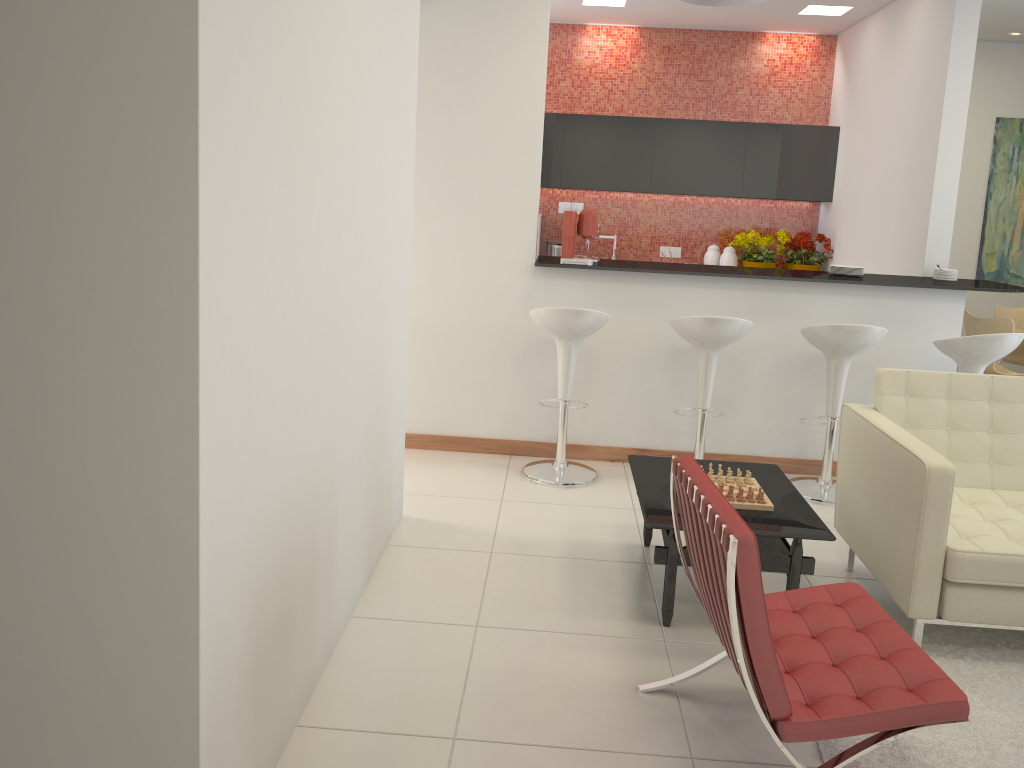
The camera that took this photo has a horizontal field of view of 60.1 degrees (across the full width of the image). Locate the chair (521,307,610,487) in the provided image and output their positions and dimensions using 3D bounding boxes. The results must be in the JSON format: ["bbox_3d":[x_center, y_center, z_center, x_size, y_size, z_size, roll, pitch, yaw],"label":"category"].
[{"bbox_3d":[0.307,0.041,5.090,0.457,1.012,0.468,5,10,13],"label":"chair"}]

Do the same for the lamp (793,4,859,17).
[{"bbox_3d":[2.514,-3.012,7.101,0.408,0.034,0.412,4,12,3],"label":"lamp"}]

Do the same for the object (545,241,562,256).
[{"bbox_3d":[0.399,-1.233,8.338,0.172,0.213,0.173,7,11,21],"label":"object"}]

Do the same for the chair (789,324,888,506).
[{"bbox_3d":[1.827,0.136,5.018,0.457,1.012,0.468,5,10,13],"label":"chair"}]

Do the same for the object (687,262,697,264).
[{"bbox_3d":[1.659,-1.113,8.161,0.008,0.009,0.235,9,13,31],"label":"object"}]

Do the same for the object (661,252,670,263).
[{"bbox_3d":[1.424,-1.107,8.037,0.164,0.176,0.011,6,9,16],"label":"object"}]

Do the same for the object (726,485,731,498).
[{"bbox_3d":[0.880,0.433,3.576,0.030,0.049,0.030,5,10,10],"label":"object"}]

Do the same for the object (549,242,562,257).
[{"bbox_3d":[0.426,-1.183,8.106,0.172,0.213,0.173,7,11,21],"label":"object"}]

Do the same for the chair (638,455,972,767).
[{"bbox_3d":[0.805,0.704,2.557,0.706,0.809,0.707,3,10,-2],"label":"chair"}]

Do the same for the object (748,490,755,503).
[{"bbox_3d":[0.958,0.445,3.532,0.030,0.052,0.030,5,10,10],"label":"object"}]

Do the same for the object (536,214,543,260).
[{"bbox_3d":[-0.097,-1.348,8.160,0.722,0.466,0.440,4,10,3],"label":"object"}]

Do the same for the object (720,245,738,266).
[{"bbox_3d":[1.961,-1.115,8.008,0.160,0.281,0.161,-4,12,-35],"label":"object"}]

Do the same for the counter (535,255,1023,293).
[{"bbox_3d":[1.633,-0.689,5.531,2.964,0.019,0.743,4,12,3],"label":"counter"}]

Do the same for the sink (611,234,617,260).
[{"bbox_3d":[0.955,-1.108,8.172,0.808,0.533,0.421,4,10,3],"label":"sink"}]

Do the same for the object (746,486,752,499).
[{"bbox_3d":[0.960,0.438,3.572,0.030,0.049,0.030,5,10,10],"label":"object"}]

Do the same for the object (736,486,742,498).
[{"bbox_3d":[0.920,0.435,3.574,0.030,0.049,0.030,5,10,10],"label":"object"}]

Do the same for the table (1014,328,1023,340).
[{"bbox_3d":[5.032,0.029,7.013,2.262,0.722,1.292,4,11,3],"label":"table"}]

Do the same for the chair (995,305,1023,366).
[{"bbox_3d":[4.344,-0.185,7.440,0.521,0.899,0.520,0,10,-18],"label":"chair"}]

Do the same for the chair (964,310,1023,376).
[{"bbox_3d":[3.782,-0.090,6.853,0.515,0.899,0.526,1,10,-13],"label":"chair"}]

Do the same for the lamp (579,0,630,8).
[{"bbox_3d":[0.750,-3.122,7.184,0.408,0.034,0.412,4,12,3],"label":"lamp"}]

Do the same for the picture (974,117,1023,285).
[{"bbox_3d":[5.207,-1.627,8.089,1.739,1.494,0.020,4,9,3],"label":"picture"}]

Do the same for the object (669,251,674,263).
[{"bbox_3d":[1.471,-1.115,8.081,0.009,0.193,0.141,-2,11,-27],"label":"object"}]

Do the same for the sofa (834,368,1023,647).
[{"bbox_3d":[2.754,0.533,3.569,2.565,0.914,1.010,4,11,3],"label":"sofa"}]

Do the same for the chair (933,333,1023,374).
[{"bbox_3d":[2.558,0.181,4.987,0.457,1.012,0.469,1,10,-11],"label":"chair"}]

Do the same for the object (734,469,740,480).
[{"bbox_3d":[0.973,0.387,3.809,0.030,0.052,0.030,2,10,-5],"label":"object"}]

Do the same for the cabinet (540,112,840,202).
[{"bbox_3d":[1.269,-2.076,8.076,3.242,0.654,0.355,4,10,3],"label":"cabinet"}]

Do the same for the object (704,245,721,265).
[{"bbox_3d":[1.850,-1.153,8.160,0.160,0.281,0.161,-4,12,-35],"label":"object"}]

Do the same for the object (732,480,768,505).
[{"bbox_3d":[0.865,0.434,3.679,0.346,0.001,0.353,4,12,3],"label":"object"}]

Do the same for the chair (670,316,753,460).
[{"bbox_3d":[1.098,0.090,5.053,0.457,1.012,0.468,5,10,13],"label":"chair"}]

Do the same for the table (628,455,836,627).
[{"bbox_3d":[0.860,0.654,3.749,0.701,0.418,0.926,4,11,3],"label":"table"}]

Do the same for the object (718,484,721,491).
[{"bbox_3d":[0.840,0.430,3.578,0.030,0.049,0.030,5,10,10],"label":"object"}]
